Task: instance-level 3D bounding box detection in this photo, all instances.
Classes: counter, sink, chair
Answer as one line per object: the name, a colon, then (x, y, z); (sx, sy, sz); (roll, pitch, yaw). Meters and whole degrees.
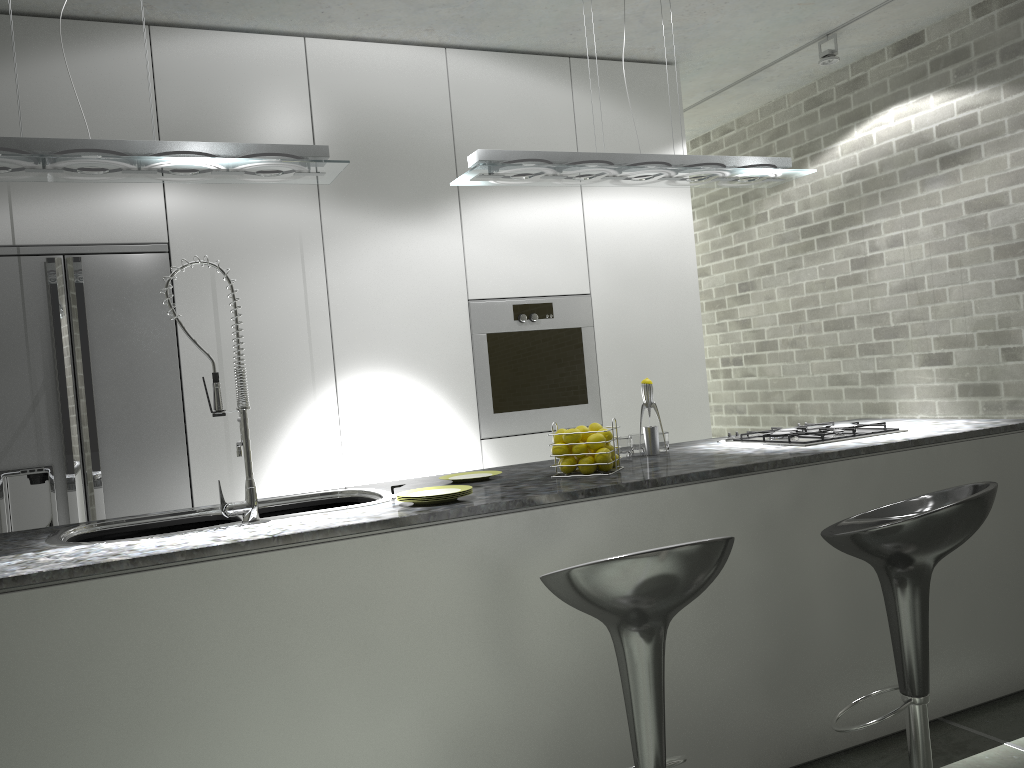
counter: (-0.150, 0.808, 2.821); (4.400, 0.960, 0.900); (-5, 0, -24)
sink: (-0.862, 0.162, 2.648); (0.987, 1.023, 0.546); (-5, 0, -24)
chair: (0.322, 0.805, 2.073); (0.457, 0.931, 0.464); (-5, 0, -10)
chair: (1.080, 0.735, 2.378); (0.457, 0.931, 0.464); (-5, 0, -43)

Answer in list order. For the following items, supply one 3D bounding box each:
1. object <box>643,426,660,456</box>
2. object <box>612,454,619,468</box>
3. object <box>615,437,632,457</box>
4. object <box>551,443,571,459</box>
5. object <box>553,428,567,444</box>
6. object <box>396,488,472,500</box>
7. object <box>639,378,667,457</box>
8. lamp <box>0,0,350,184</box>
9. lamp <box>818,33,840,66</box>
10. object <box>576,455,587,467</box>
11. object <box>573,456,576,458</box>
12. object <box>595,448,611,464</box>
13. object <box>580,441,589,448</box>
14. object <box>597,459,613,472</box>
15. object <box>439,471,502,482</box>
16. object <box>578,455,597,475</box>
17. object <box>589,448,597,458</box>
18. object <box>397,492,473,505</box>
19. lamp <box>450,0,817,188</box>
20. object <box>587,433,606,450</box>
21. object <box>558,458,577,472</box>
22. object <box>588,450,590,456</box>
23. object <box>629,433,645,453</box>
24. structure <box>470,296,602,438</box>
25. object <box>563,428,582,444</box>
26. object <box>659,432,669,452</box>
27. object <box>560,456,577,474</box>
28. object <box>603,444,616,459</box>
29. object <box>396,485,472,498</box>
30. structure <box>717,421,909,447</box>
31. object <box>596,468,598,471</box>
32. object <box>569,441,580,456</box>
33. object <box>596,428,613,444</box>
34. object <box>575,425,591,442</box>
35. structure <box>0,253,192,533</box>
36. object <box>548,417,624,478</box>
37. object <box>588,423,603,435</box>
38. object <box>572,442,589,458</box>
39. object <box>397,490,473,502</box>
object: (0.519, 0.210, 3.289); (0.060, 0.106, 0.060); (-5, 0, -31)
object: (0.332, 0.253, 2.935); (0.053, 0.052, 0.062); (-5, 0, 5)
object: (0.422, 0.237, 3.345); (0.063, 0.070, 0.064); (-5, 0, 14)
object: (0.158, 0.215, 2.860); (0.063, 0.051, 0.053); (-5, 0, 25)
object: (0.162, 0.175, 2.887); (0.057, 0.060, 0.052); (-5, 0, 44)
object: (-0.220, 0.316, 2.526); (0.216, 0.017, 0.217); (-5, 0, 9)
object: (0.512, 0.120, 3.303); (0.101, 0.288, 0.088); (-5, 0, 6)
lamp: (-1.294, -1.114, 2.645); (1.490, 0.964, 0.290); (-5, 0, -24)
lamp: (1.698, -1.793, 4.763); (0.109, 0.132, 0.109); (-5, 0, 18)
object: (0.235, 0.255, 2.886); (0.057, 0.060, 0.052); (-5, 0, -28)
object: (0.197, 0.263, 2.970); (0.053, 0.053, 0.061); (-5, 0, 11)
object: (0.288, 0.230, 2.815); (0.052, 0.054, 0.061); (-5, 0, 33)
object: (0.248, 0.191, 2.933); (0.055, 0.051, 0.061); (-5, 0, -40)
object: (0.299, 0.257, 2.855); (0.051, 0.053, 0.063); (-5, 0, -26)
object: (-0.140, 0.316, 3.007); (0.216, 0.017, 0.217); (-5, 0, 1)
object: (0.242, 0.260, 2.843); (0.064, 0.063, 0.074); (-5, 0, -14)
object: (0.277, 0.219, 2.883); (0.051, 0.053, 0.062); (-5, 0, -26)
object: (-0.219, 0.326, 2.526); (0.216, 0.017, 0.217); (-5, 0, 9)
lamp: (0.464, -1.277, 3.438); (1.490, 0.964, 0.290); (-5, 0, -24)
object: (0.269, 0.185, 2.837); (0.061, 0.052, 0.053); (-5, 0, -21)
object: (0.183, 0.266, 2.911); (0.061, 0.053, 0.053); (-5, 0, 8)
object: (0.246, 0.239, 2.966); (0.052, 0.053, 0.062); (-5, 0, 3)
object: (0.490, 0.230, 3.456); (0.063, 0.070, 0.064); (-5, 0, 14)
structure: (0.138, -0.097, 4.559); (0.692, 0.680, 0.036); (-5, 0, -24)
object: (0.194, 0.168, 2.845); (0.063, 0.051, 0.053); (-5, 0, 13)
object: (0.574, 0.223, 3.418); (0.064, 0.070, 0.063); (-5, 0, -16)
object: (0.181, 0.260, 2.854); (0.060, 0.057, 0.052); (-5, 0, -32)
object: (0.308, 0.220, 2.881); (0.051, 0.055, 0.061); (-5, 0, 35)
object: (-0.220, 0.312, 2.526); (0.216, 0.017, 0.217); (-5, 0, 9)
structure: (1.144, 0.188, 3.418); (0.500, 0.038, 0.500); (-5, 0, -24)
object: (0.273, 0.261, 2.932); (0.050, 0.055, 0.061); (-5, 0, 11)
object: (0.201, 0.209, 2.899); (0.064, 0.053, 0.051); (-5, 0, -31)
object: (0.300, 0.170, 2.886); (0.051, 0.053, 0.063); (-5, 0, -21)
object: (0.229, 0.161, 2.893); (0.051, 0.053, 0.063); (-5, 0, -33)
structure: (-1.754, 0.415, 3.722); (0.743, 1.900, 0.160); (-5, 0, -24)
object: (0.242, 0.203, 2.899); (0.207, 0.174, 0.189); (-5, 0, 21)
object: (0.280, 0.158, 2.950); (0.050, 0.060, 0.059); (-5, 0, -35)
object: (0.219, 0.211, 2.845); (0.052, 0.053, 0.062); (-5, 0, 28)
object: (-0.219, 0.321, 2.526); (0.216, 0.017, 0.217); (-5, 0, 9)
